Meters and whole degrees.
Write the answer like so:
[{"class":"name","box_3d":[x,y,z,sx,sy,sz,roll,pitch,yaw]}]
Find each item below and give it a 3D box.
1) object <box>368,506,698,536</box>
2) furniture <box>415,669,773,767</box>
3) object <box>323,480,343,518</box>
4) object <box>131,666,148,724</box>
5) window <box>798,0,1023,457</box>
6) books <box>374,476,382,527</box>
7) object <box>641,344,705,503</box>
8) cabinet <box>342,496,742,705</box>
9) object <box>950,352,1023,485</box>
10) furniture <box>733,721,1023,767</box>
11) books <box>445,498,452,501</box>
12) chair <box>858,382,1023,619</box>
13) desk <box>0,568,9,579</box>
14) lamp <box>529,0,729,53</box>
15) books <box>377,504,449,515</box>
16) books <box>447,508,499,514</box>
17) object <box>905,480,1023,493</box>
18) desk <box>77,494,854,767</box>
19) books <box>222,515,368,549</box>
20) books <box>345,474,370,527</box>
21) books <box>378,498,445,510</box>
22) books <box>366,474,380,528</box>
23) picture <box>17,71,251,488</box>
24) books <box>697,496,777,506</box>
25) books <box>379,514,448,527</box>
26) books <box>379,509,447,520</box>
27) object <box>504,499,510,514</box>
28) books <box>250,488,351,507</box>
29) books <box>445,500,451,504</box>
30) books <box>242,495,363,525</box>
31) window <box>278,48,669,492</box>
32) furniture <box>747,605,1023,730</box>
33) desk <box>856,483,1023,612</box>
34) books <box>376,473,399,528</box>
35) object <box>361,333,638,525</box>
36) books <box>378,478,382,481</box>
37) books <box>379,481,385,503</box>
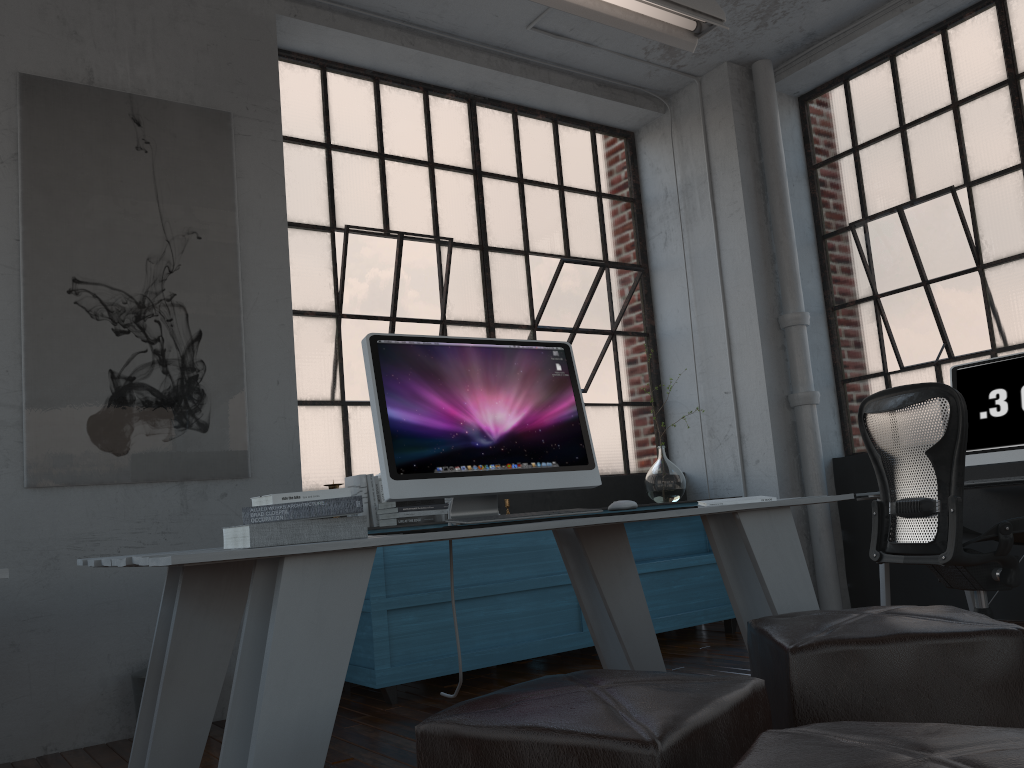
[{"class":"object","box_3d":[-0.007,0.393,2.504,0.848,0.008,0.690,1,-10,-33]},{"class":"furniture","box_3d":[0.160,0.727,1.476,0.481,0.438,0.480,-10,-9,33]},{"class":"object","box_3d":[-0.811,0.556,4.061,0.132,0.236,0.132,-8,-8,21]},{"class":"object","box_3d":[-1.288,1.179,3.369,0.292,0.307,0.294,-4,-8,-6]},{"class":"window","box_3d":[2.615,-0.887,4.437,0.669,2.382,2.600,0,-9,-35]},{"class":"books","box_3d":[-0.647,0.551,4.098,0.045,0.239,0.152,0,-9,-35]},{"class":"object","box_3d":[0.921,0.198,5.022,0.435,0.936,0.232,-10,-9,36]},{"class":"cabinet","box_3d":[0.187,1.012,4.429,2.262,0.730,0.629,1,-10,-35]},{"class":"object","box_3d":[2.174,0.128,3.755,0.377,0.551,0.717,0,-9,-33]},{"class":"furniture","box_3d":[0.486,0.626,0.962,0.472,0.429,0.471,-8,-9,23]},{"class":"books","box_3d":[-0.261,0.563,4.352,0.256,0.013,0.161,1,-10,-35]},{"class":"chair","box_3d":[1.751,0.544,3.457,0.792,1.082,0.773,0,-9,-31]},{"class":"desk","box_3d":[-1.955,0.728,1.293,2.056,0.695,1.068,1,-10,-34]},{"class":"lamp","box_3d":[0.041,-1.510,3.102,1.877,0.204,0.203,1,-10,-35]},{"class":"books","box_3d":[-0.443,0.561,3.969,0.258,0.023,0.212,1,-10,-34]},{"class":"books","box_3d":[-0.218,0.597,4.120,0.251,0.012,0.203,1,-10,-33]},{"class":"object","box_3d":[2.194,0.407,3.720,0.687,0.008,0.851,1,-10,-33]},{"class":"desk","box_3d":[-0.044,0.765,2.610,2.077,0.702,1.079,1,-10,-34]},{"class":"books","box_3d":[-0.498,0.341,2.032,0.271,0.050,0.201,1,-10,-35]},{"class":"books","box_3d":[-0.711,0.541,4.065,0.032,0.238,0.173,0,-9,-35]},{"class":"books","box_3d":[-0.451,0.535,3.964,0.239,0.028,0.191,1,-10,-33]},{"class":"books","box_3d":[-0.671,0.540,4.080,0.053,0.240,0.173,0,-9,-35]},{"class":"picture","box_3d":[-1.542,-0.418,3.656,0.853,1.645,0.026,0,-9,-35]},{"class":"books","box_3d":[0.694,0.364,2.756,0.205,0.019,0.244,-6,-9,5]},{"class":"books","box_3d":[-0.438,0.610,3.961,0.258,0.032,0.192,1,-10,-33]},{"class":"books","box_3d":[-0.443,0.582,3.954,0.242,0.023,0.192,1,-11,-36]},{"class":"object","box_3d":[-0.022,0.613,4.391,0.088,0.084,0.088,0,-9,-30]},{"class":"books","box_3d":[-0.488,0.262,2.044,0.185,0.030,0.153,1,-10,-34]},{"class":"books","box_3d":[-0.293,0.581,4.357,0.288,0.016,0.183,1,-10,-35]},{"class":"books","box_3d":[-0.478,0.291,2.026,0.257,0.044,0.193,-3,-9,-15]},{"class":"window","box_3d":[-0.143,-0.557,5.052,2.591,2.382,0.672,1,-9,-35]},{"class":"furniture","box_3d":[0.802,0.729,1.922,0.503,0.459,0.505,-5,-8,3]},{"class":"desk","box_3d":[2.286,0.739,3.720,0.933,0.686,1.231,1,-10,-35]},{"class":"books","box_3d":[-0.538,0.546,4.178,0.169,0.283,0.176,0,-9,-35]},{"class":"object","box_3d":[-0.031,0.115,2.541,0.714,0.551,0.378,0,-9,-33]},{"class":"books","box_3d":[-0.594,0.547,4.134,0.065,0.223,0.161,0,-9,-35]},{"class":"books","box_3d":[-0.626,0.567,4.115,0.046,0.223,0.161,0,-9,-35]}]
